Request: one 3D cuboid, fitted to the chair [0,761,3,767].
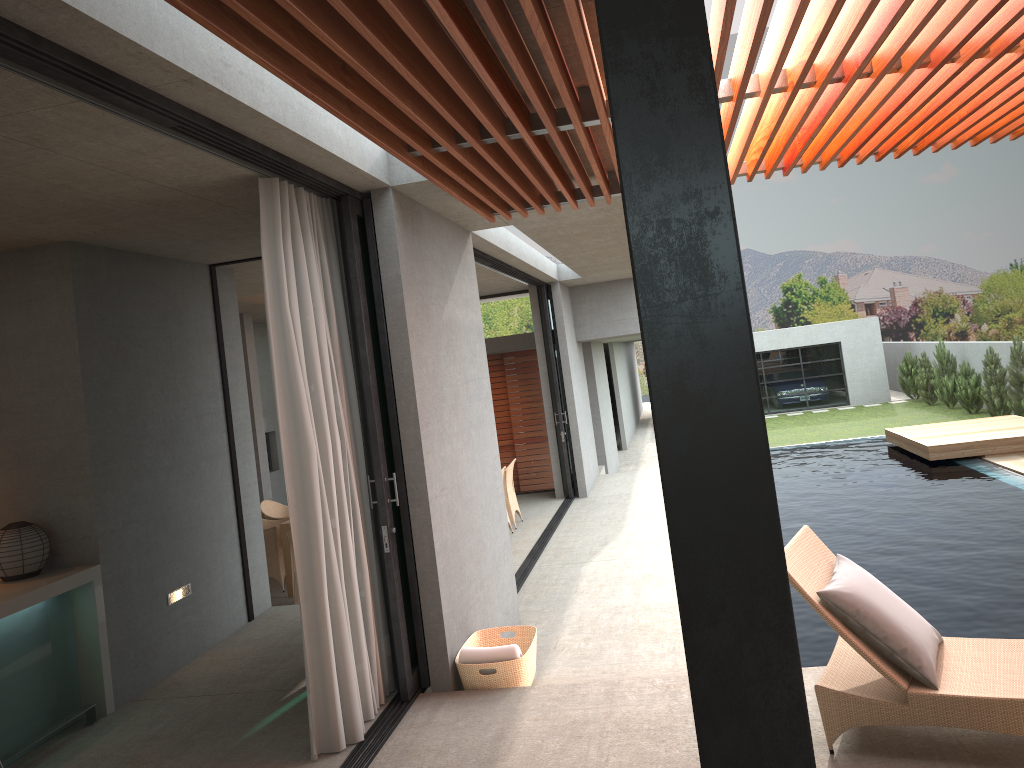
[{"bbox_3d":[-2.569,1.755,4.044,0.381,0.627,0.381,-8,-2,10],"label":"chair"}]

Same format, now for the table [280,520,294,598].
[{"bbox_3d":[-1.453,1.678,10.646,1.277,0.759,3.257,-7,1,10],"label":"table"}]

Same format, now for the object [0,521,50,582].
[{"bbox_3d":[-3.022,1.018,5.418,0.340,0.336,0.339,-7,-1,2],"label":"object"}]

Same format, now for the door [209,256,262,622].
[{"bbox_3d":[-1.609,1.277,0.704,5.789,4.490,15.248,-7,1,-18],"label":"door"}]

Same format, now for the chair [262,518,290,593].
[{"bbox_3d":[-2.734,1.814,9.727,0.629,0.867,0.616,-8,-2,10],"label":"chair"}]

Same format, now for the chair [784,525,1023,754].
[{"bbox_3d":[2.345,1.042,3.620,2.282,0.831,0.702,-7,-1,29],"label":"chair"}]

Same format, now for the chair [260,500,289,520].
[{"bbox_3d":[-2.605,1.780,10.454,0.629,0.867,0.616,-8,-2,10],"label":"chair"}]

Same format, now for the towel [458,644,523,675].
[{"bbox_3d":[-0.098,1.682,5.231,0.368,0.313,0.309,-8,-1,10],"label":"towel"}]

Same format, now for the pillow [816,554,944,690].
[{"bbox_3d":[1.670,1.050,3.986,0.424,0.429,0.610,-8,0,28],"label":"pillow"}]

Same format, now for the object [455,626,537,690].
[{"bbox_3d":[-0.070,1.733,5.375,0.445,0.302,0.680,-7,1,10],"label":"object"}]

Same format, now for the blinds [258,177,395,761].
[{"bbox_3d":[-1.027,0.367,4.847,0.229,2.948,0.882,-8,-3,7],"label":"blinds"}]

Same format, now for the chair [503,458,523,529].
[{"bbox_3d":[-0.205,1.441,11.564,0.629,0.867,0.616,-8,-2,10],"label":"chair"}]

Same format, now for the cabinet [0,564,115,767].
[{"bbox_3d":[-3.259,1.717,3.529,0.798,0.902,4.122,-8,1,10],"label":"cabinet"}]

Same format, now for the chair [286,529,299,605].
[{"bbox_3d":[-1.826,1.723,8.595,0.616,0.867,0.629,-8,-2,10],"label":"chair"}]

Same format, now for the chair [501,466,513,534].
[{"bbox_3d":[-0.334,1.475,10.837,0.629,0.867,0.616,-8,-2,10],"label":"chair"}]
